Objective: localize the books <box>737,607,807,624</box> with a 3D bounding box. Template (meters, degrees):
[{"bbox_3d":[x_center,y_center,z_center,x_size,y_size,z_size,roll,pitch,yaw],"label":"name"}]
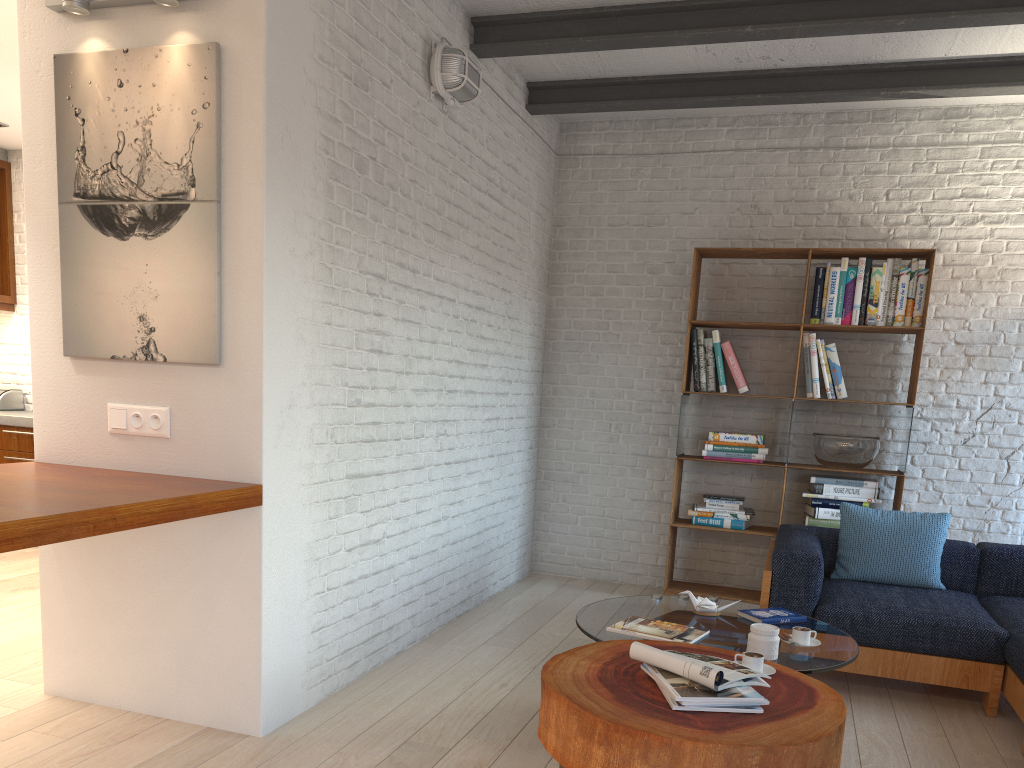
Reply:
[{"bbox_3d":[1.076,0.962,3.614,0.232,0.023,0.160,3,0,-24],"label":"books"}]

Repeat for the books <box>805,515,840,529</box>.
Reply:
[{"bbox_3d":[2.003,0.847,5.367,0.360,0.056,0.279,3,0,20],"label":"books"}]

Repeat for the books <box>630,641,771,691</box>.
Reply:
[{"bbox_3d":[0.561,0.847,2.606,0.272,0.111,0.317,2,1,-39],"label":"books"}]

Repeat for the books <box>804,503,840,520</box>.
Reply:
[{"bbox_3d":[2.012,0.786,5.338,0.379,0.066,0.240,3,0,5],"label":"books"}]

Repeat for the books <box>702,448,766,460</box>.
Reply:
[{"bbox_3d":[1.393,0.440,5.489,0.378,0.037,0.241,3,0,13],"label":"books"}]

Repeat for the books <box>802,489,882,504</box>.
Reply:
[{"bbox_3d":[2.007,0.686,5.325,0.442,0.021,0.269,3,0,18],"label":"books"}]

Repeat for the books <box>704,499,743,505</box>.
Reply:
[{"bbox_3d":[1.351,0.747,5.584,0.236,0.019,0.168,3,0,11],"label":"books"}]

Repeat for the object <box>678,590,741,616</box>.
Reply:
[{"bbox_3d":[0.825,0.913,3.650,0.184,0.093,0.193,5,2,43],"label":"object"}]

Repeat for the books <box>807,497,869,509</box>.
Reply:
[{"bbox_3d":[1.986,0.723,5.325,0.325,0.056,0.251,3,0,13],"label":"books"}]

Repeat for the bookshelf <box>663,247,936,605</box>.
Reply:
[{"bbox_3d":[1.707,0.331,5.361,1.311,2.249,0.357,5,10,17],"label":"bookshelf"}]

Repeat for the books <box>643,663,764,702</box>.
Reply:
[{"bbox_3d":[0.547,0.859,2.530,0.253,0.011,0.313,3,0,-8],"label":"books"}]

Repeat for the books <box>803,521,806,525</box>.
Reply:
[{"bbox_3d":[1.994,0.907,5.359,0.378,0.066,0.241,3,0,12],"label":"books"}]

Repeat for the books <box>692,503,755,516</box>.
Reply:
[{"bbox_3d":[1.346,0.800,5.562,0.379,0.018,0.241,3,0,11],"label":"books"}]

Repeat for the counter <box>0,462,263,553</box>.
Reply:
[{"bbox_3d":[-2.069,0.736,2.147,1.678,0.936,2.468,4,1,18],"label":"counter"}]

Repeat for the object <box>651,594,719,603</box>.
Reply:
[{"bbox_3d":[0.762,0.943,3.856,0.302,0.028,0.067,3,1,-5],"label":"object"}]

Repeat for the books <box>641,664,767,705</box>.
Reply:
[{"bbox_3d":[0.550,0.870,2.540,0.253,0.011,0.313,3,0,-13],"label":"books"}]

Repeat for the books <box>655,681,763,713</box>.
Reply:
[{"bbox_3d":[0.558,0.892,2.543,0.253,0.011,0.313,3,0,-3],"label":"books"}]

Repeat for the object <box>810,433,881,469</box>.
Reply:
[{"bbox_3d":[2.020,0.411,5.307,0.401,0.205,0.396,2,2,-30],"label":"object"}]

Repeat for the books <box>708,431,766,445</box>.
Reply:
[{"bbox_3d":[1.418,0.337,5.476,0.325,0.056,0.252,3,0,20],"label":"books"}]

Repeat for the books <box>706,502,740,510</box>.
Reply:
[{"bbox_3d":[1.353,0.774,5.580,0.205,0.034,0.131,3,0,18],"label":"books"}]

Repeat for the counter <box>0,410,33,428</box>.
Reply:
[{"bbox_3d":[-3.087,0.266,4.803,3.506,0.071,3.296,3,0,18],"label":"counter"}]

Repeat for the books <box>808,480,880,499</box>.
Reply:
[{"bbox_3d":[2.024,0.644,5.332,0.378,0.066,0.241,3,0,12],"label":"books"}]

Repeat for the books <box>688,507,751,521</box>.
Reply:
[{"bbox_3d":[1.332,0.827,5.581,0.378,0.037,0.241,3,0,18],"label":"books"}]

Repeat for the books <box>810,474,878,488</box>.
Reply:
[{"bbox_3d":[2.021,0.592,5.320,0.378,0.037,0.241,3,0,18],"label":"books"}]

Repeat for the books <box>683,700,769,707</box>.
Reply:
[{"bbox_3d":[0.561,0.882,2.557,0.253,0.011,0.313,3,0,-13],"label":"books"}]

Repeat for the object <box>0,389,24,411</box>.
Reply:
[{"bbox_3d":[-3.948,0.113,6.644,0.343,0.163,0.247,4,3,18],"label":"object"}]

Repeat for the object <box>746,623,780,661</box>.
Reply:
[{"bbox_3d":[0.883,0.904,3.062,0.107,0.110,0.107,7,6,34],"label":"object"}]

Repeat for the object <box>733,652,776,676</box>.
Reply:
[{"bbox_3d":[0.766,0.887,2.785,0.146,0.057,0.172,3,1,7],"label":"object"}]

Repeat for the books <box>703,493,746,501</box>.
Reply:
[{"bbox_3d":[1.355,0.721,5.557,0.251,0.017,0.160,3,0,18],"label":"books"}]

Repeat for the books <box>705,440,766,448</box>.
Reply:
[{"bbox_3d":[1.409,0.375,5.487,0.354,0.021,0.269,3,0,16],"label":"books"}]

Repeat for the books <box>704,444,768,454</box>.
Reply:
[{"bbox_3d":[1.403,0.404,5.473,0.378,0.037,0.241,3,0,12],"label":"books"}]

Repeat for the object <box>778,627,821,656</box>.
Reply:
[{"bbox_3d":[1.065,0.943,3.201,0.154,0.058,0.267,3,0,11],"label":"object"}]

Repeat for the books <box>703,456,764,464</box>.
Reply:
[{"bbox_3d":[1.402,0.470,5.497,0.354,0.021,0.269,3,0,18],"label":"books"}]

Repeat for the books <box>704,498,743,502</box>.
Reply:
[{"bbox_3d":[1.356,0.734,5.573,0.241,0.008,0.154,3,0,18],"label":"books"}]

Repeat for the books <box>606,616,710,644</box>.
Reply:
[{"bbox_3d":[0.556,0.936,3.313,0.315,0.011,0.251,3,0,31],"label":"books"}]
